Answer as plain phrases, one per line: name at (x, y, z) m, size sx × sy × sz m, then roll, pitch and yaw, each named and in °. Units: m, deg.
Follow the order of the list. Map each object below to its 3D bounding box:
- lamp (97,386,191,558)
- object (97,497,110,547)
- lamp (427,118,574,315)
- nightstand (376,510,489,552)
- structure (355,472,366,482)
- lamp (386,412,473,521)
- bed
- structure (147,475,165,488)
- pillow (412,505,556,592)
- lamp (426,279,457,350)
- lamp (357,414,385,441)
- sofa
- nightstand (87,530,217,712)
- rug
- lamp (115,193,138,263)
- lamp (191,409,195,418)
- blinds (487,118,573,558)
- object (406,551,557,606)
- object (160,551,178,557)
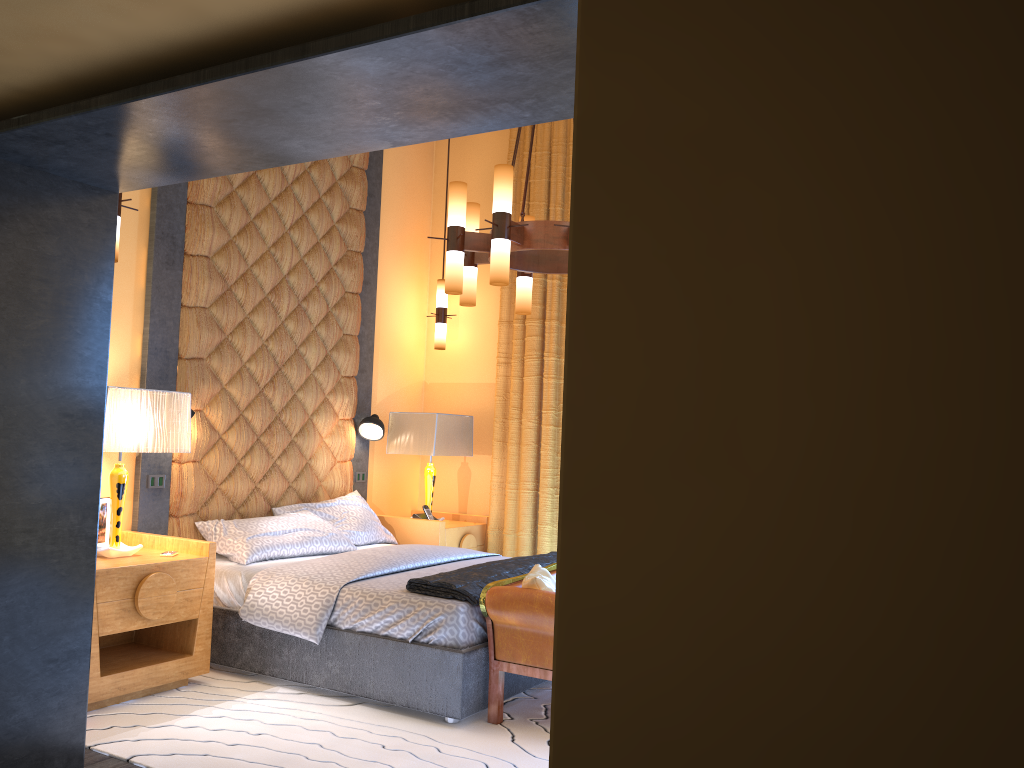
lamp at (-1.896, 0.425, 4.270) m, size 0.424 × 0.801 × 0.506 m, roll 1°, pitch -3°, yaw 30°
object at (-2.069, 0.696, 4.361) m, size 0.077 × 0.254 × 0.386 m, roll 3°, pitch -3°, yaw -9°
lamp at (0.227, -1.487, 4.405) m, size 1.142 × 2.166 × 1.141 m, roll 4°, pitch -3°, yaw -37°
nightstand at (-0.620, 1.308, 6.490) m, size 0.720 × 0.689 × 0.681 m, roll 1°, pitch -4°, yaw 30°
structure at (-1.078, 0.661, 6.302) m, size 0.016 × 0.071 × 0.103 m, roll 1°, pitch -4°, yaw 30°
lamp at (-0.595, 0.617, 6.416) m, size 0.424 × 0.801 × 0.506 m, roll 1°, pitch -3°, yaw 30°
bed at (-0.679, 1.097, 5.066) m, size 2.106 × 0.824 × 1.890 m, roll 0°, pitch -4°, yaw 30°
structure at (-1.937, 0.530, 4.827) m, size 0.016 × 0.071 × 0.103 m, roll 1°, pitch -4°, yaw 30°
pillow at (0.218, 1.028, 5.253) m, size 1.147 × 0.406 × 2.630 m, roll 4°, pitch -4°, yaw -18°
lamp at (-0.538, -0.528, 6.753) m, size 0.199 × 0.531 × 0.199 m, roll 3°, pitch -3°, yaw -15°
lamp at (-0.810, 0.329, 6.287) m, size 0.568 × 0.218 × 0.231 m, roll 3°, pitch -3°, yaw -12°
sofa at (0.517, 1.245, 4.445) m, size 0.650 × 0.639 × 1.617 m, roll 1°, pitch -4°, yaw 30°
nightstand at (-1.936, 1.103, 4.230) m, size 0.720 × 0.699 × 0.709 m, roll 1°, pitch -4°, yaw 30°
rug at (0.013, 1.542, 4.429) m, size 3.702 × 0.016 × 3.391 m, roll 0°, pitch -4°, yaw 30°
lamp at (-1.761, -0.805, 3.894) m, size 0.199 × 0.531 × 0.199 m, roll 3°, pitch -3°, yaw -15°
lamp at (-1.829, 0.179, 4.795) m, size 0.214 × 0.190 × 0.186 m, roll 4°, pitch -4°, yaw -32°
blinds at (0.950, -0.389, 5.911) m, size 2.450 × 4.142 × 0.134 m, roll 1°, pitch -3°, yaw 30°
object at (0.020, 0.994, 4.658) m, size 0.405 × 0.104 × 1.462 m, roll 0°, pitch -4°, yaw 30°
object at (-1.677, 0.833, 4.336) m, size 0.064 × 0.018 × 0.111 m, roll 3°, pitch -4°, yaw -5°
